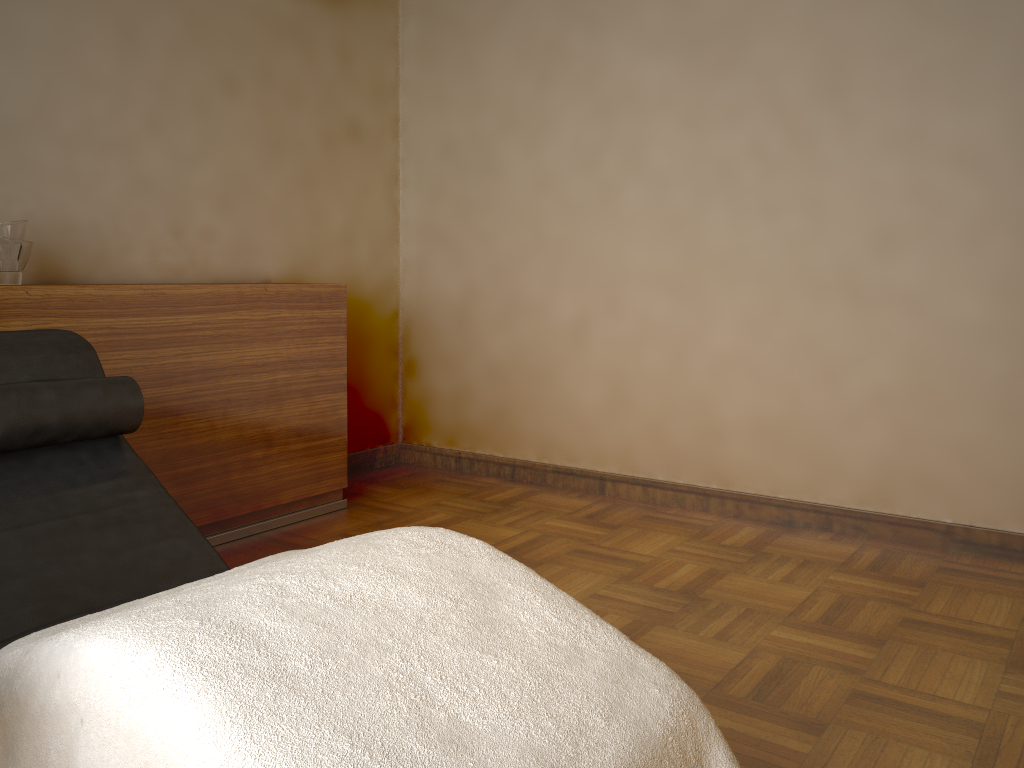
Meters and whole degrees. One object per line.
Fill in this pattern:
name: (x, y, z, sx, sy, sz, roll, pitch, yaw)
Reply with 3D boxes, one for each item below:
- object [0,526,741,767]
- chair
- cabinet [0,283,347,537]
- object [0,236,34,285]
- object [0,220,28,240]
object: (-0.197, 0.531, 1.175, 0.910, 0.518, 0.921, 4, 7, 35)
chair: (-0.618, 0.343, 1.489, 1.791, 0.794, 0.638, 4, 6, 35)
cabinet: (-1.308, 0.099, 2.946, 0.416, 0.858, 1.681, 2, 6, 35)
object: (-1.491, -0.368, 2.596, 0.156, 0.154, 0.156, 2, 5, 26)
object: (-1.491, -0.407, 2.595, 0.122, 0.149, 0.123, 1, 4, 15)
